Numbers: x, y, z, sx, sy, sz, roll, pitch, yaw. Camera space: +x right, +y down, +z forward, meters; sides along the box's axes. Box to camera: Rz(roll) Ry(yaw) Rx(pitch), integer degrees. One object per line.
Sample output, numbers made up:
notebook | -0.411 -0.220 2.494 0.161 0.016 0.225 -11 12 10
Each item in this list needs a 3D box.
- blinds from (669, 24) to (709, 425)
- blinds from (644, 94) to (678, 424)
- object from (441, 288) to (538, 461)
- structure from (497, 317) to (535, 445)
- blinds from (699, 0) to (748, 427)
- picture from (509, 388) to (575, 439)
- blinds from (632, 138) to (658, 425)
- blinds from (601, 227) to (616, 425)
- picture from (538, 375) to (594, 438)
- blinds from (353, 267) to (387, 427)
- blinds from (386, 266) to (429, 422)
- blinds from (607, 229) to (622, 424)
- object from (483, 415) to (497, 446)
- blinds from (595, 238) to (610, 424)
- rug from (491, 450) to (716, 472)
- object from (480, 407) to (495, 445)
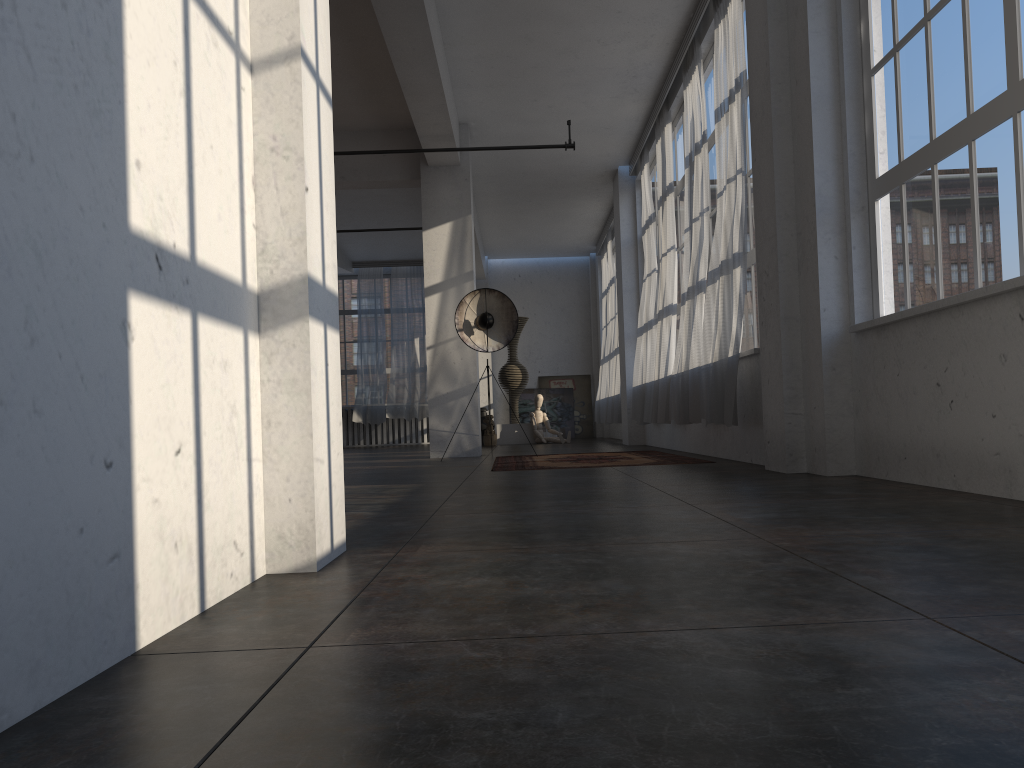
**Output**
blinds | 1.678 -1.465 8.411 0.340 3.695 1.033 -2 -1 -3
blinds | 1.697 -1.379 10.109 0.361 3.673 1.031 -2 -1 -1
object | -0.270 -0.116 10.062 1.057 1.918 1.179 -2 -2 -1
structure | 0.037 -0.045 16.333 0.677 2.325 0.750 -2 -1 -1
blinds | 1.676 -1.531 7.044 0.343 3.749 1.027 -2 -1 -2
picture | 0.647 0.643 19.190 1.435 1.141 0.304 -2 -1 -4
blinds | 1.735 -1.316 11.611 0.315 3.711 1.024 -2 -1 -1
blinds | 1.774 -1.113 16.211 0.315 3.711 1.024 -2 -1 -1
picture | 1.175 0.501 19.313 1.149 1.386 0.253 -2 -1 -2
blinds | -3.023 -0.869 18.816 0.693 3.557 0.876 -2 -1 -1
blinds | -2.122 -0.944 18.711 1.058 3.499 0.999 -2 -1 0
blinds | 1.757 -1.170 14.872 0.361 3.673 1.031 -2 -1 -1
object | -0.384 0.840 15.436 0.235 0.600 0.224 -3 -2 27
blinds | 1.768 -1.069 17.401 0.340 3.695 1.033 -2 -1 -3
rug | 0.735 0.730 8.610 1.818 0.009 3.127 -2 -3 -1
object | -0.537 0.781 16.300 0.452 0.693 0.434 -1 -2 -36
